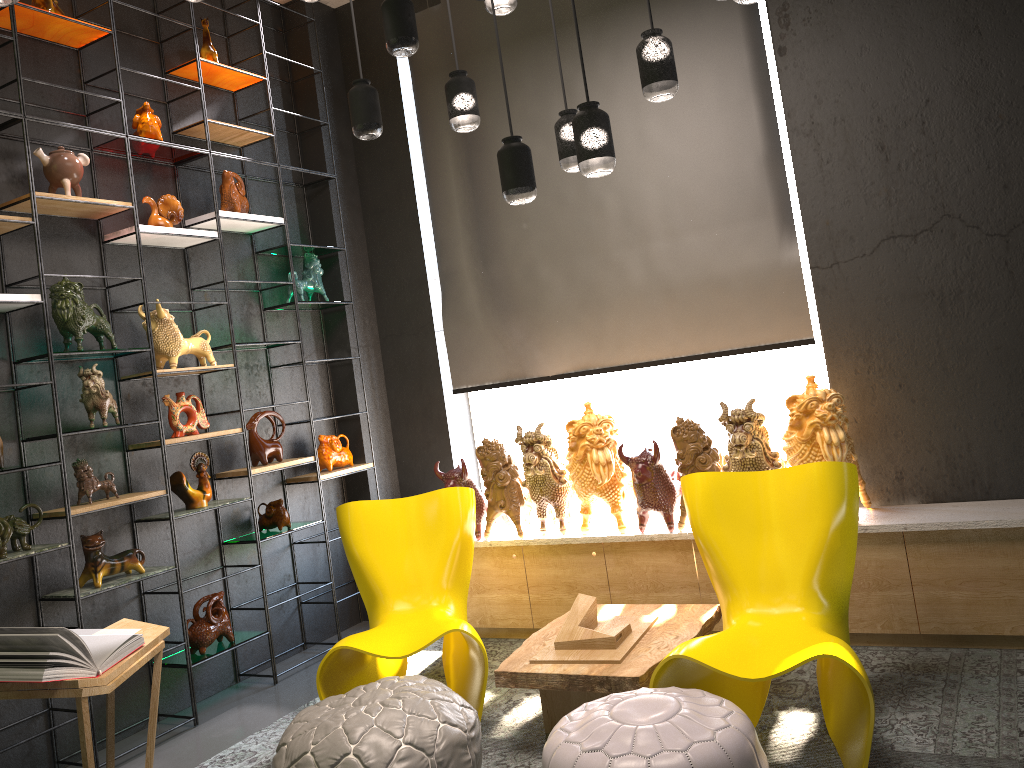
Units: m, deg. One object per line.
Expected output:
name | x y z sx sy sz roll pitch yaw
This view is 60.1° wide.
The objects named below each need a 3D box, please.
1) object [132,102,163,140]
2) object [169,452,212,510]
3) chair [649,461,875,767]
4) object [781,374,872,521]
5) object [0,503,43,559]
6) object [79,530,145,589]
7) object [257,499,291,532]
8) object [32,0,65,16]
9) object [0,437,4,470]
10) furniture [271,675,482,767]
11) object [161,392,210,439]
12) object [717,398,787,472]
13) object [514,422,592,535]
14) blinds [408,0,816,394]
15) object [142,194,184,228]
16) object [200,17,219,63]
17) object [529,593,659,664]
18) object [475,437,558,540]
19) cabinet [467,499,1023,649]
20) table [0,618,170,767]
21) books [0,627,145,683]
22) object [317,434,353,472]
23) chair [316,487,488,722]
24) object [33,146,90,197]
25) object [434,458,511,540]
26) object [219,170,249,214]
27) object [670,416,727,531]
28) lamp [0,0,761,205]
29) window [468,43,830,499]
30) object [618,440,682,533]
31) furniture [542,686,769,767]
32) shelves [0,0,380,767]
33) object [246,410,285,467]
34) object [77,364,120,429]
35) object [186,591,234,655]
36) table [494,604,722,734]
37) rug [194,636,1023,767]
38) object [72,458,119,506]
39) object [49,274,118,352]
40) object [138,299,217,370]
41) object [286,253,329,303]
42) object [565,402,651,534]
object | -1.862 -1.292 4.498 0.139 0.223 0.276 -7 -2 -30
object | -1.563 0.473 4.337 0.123 0.271 0.227 -10 -2 29
chair | 0.927 0.761 3.137 0.655 0.900 1.071 -9 -2 24
object | 1.381 0.277 3.926 0.305 0.657 0.470 -10 -3 34
object | -2.033 0.573 3.470 0.192 0.221 0.402 -8 0 -1
object | -1.748 0.747 3.895 0.154 0.236 0.310 -10 -2 33
object | -1.295 0.708 4.780 0.209 0.169 0.105 -9 -2 29
object | -2.143 -1.822 4.063 0.116 0.360 0.197 -8 -3 -1
object | -2.106 0.245 3.470 0.118 0.221 0.212 -9 -2 14
furniture | -0.440 1.215 2.915 0.676 0.384 0.681 -9 -1 29
object | -1.614 0.149 4.385 0.060 0.224 0.268 -10 -2 30
object | 1.117 0.350 4.089 0.270 0.581 0.430 -9 -2 22
object | 0.195 0.479 4.608 0.270 0.581 0.430 -9 -2 22
blinds | -2.049 -0.629 5.875 3.537 3.320 12.631 -7 -1 -40
object | -1.747 -0.859 4.449 0.234 0.210 0.106 -7 -3 -44
object | -1.693 -1.859 4.911 0.097 0.291 0.288 -7 -2 -22
object | 0.320 0.919 3.413 0.349 0.137 0.521 -8 0 24
object | 0.024 0.531 4.739 0.247 0.547 0.476 -10 -3 37
cabinet | 0.945 0.932 4.227 2.716 0.532 0.405 -8 -2 29
table | -1.505 1.253 3.122 0.493 0.621 0.735 -9 -2 30
books | -1.622 0.920 3.108 0.399 0.233 0.482 -8 0 16
object | -1.055 0.399 5.248 0.138 0.223 0.278 -10 -2 30
chair | -0.445 0.954 3.918 0.658 0.900 1.066 -8 -1 -1
object | -2.021 -0.943 3.991 0.164 0.267 0.236 -8 -2 1
object | -0.205 0.603 4.814 0.218 0.442 0.464 -10 -2 34
object | -1.530 -1.030 4.872 0.126 0.250 0.252 -8 -2 -1
object | 0.947 0.401 4.220 0.247 0.547 0.476 -10 -3 37
lamp | -0.569 -1.694 2.230 2.682 2.281 2.829 -8 -1 -17
window | 0.590 -0.912 5.262 2.297 3.180 0.051 -9 -4 29
object | 0.717 0.474 4.295 0.218 0.442 0.464 -10 -2 34
furniture | 0.400 1.105 2.447 0.612 0.421 0.611 -9 -1 24
shelves | -1.820 -0.378 4.188 0.273 3.923 2.999 -10 -3 30
object | -1.340 0.292 4.788 0.114 0.291 0.249 -10 -2 29
object | -1.844 0.056 3.926 0.131 0.281 0.207 -8 -2 -12
object | -1.472 1.154 4.256 0.125 0.250 0.254 -10 -2 29
table | 0.402 1.132 3.435 0.691 0.310 0.831 -8 0 29
rug | 0.555 1.264 3.108 3.578 0.010 2.195 -8 1 29
object | -1.839 0.422 3.909 0.095 0.211 0.183 -10 -3 32
object | -1.926 -0.312 3.943 0.166 0.357 0.256 -10 -3 34
object | -1.655 -0.238 4.381 0.174 0.353 0.370 -10 -2 34
object | -1.235 -0.636 5.284 0.151 0.333 0.289 -9 -2 22
object | 0.459 0.406 4.445 0.305 0.657 0.470 -10 -3 34
